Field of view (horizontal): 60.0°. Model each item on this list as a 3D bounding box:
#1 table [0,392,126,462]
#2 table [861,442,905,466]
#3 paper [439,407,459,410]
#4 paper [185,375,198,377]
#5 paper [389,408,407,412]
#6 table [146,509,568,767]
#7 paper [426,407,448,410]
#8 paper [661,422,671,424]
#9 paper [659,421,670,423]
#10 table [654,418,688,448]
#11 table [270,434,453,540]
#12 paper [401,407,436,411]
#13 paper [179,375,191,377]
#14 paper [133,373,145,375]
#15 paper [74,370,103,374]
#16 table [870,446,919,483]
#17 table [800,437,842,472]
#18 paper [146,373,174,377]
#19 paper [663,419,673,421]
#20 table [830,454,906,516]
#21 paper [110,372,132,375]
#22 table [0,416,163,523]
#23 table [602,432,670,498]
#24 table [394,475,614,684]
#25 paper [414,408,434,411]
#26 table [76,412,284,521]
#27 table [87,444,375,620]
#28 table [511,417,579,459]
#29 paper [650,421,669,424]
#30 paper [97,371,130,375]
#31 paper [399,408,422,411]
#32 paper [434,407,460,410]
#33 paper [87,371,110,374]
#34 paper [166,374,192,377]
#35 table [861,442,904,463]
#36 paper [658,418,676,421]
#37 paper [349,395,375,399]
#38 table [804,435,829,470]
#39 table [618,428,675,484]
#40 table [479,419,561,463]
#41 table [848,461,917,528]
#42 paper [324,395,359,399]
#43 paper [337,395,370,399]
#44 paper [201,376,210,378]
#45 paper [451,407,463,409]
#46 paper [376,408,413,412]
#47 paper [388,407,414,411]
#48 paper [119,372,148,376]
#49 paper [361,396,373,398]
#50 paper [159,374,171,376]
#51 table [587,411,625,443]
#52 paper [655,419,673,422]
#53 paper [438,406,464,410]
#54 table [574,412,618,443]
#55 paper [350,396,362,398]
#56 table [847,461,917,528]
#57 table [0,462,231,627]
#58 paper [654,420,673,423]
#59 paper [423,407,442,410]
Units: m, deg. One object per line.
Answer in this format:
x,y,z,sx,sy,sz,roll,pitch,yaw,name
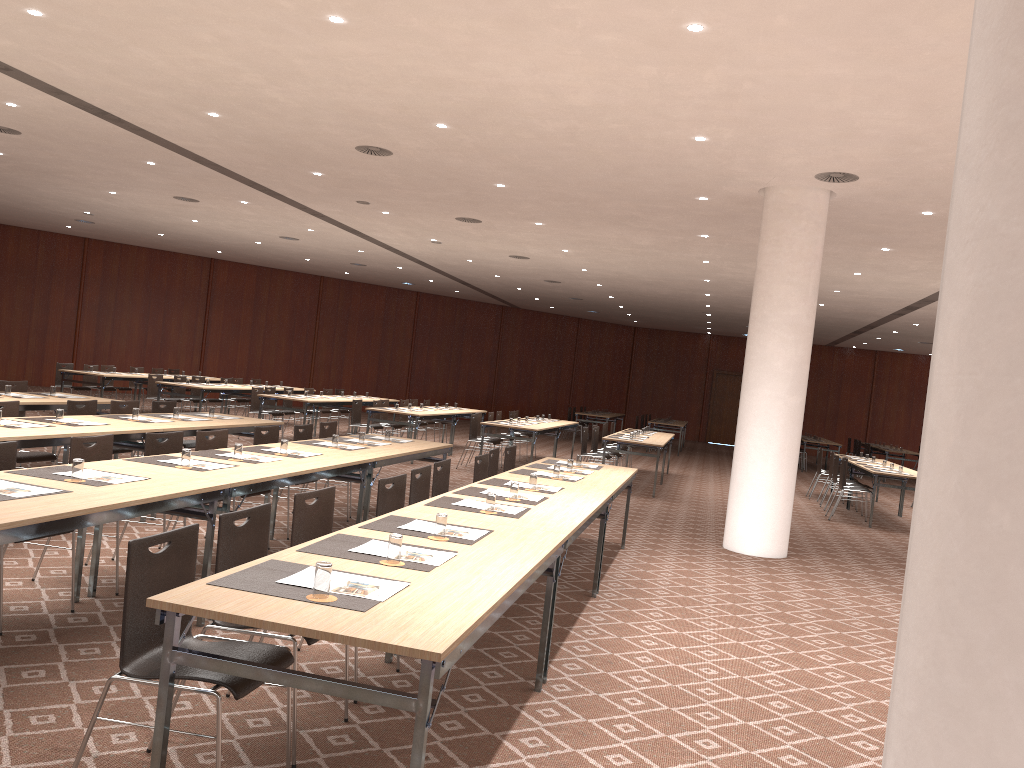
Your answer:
-5.272,0.550,9.480,0.953,0.833,2.267,7,1,13,table
10.690,2.209,25.837,0.953,0.833,2.267,7,1,13,table
-1.298,0.499,18.128,0.398,0.006,0.283,7,1,15,paper
-7.046,-0.163,20.027,0.565,0.003,0.460,7,1,13,paper
-1.971,0.448,15.281,0.398,0.006,0.283,7,1,12,paper
-0.458,1.144,3.734,0.953,0.833,2.267,7,1,13,table
-1.463,0.485,17.505,0.398,0.006,0.283,7,1,12,paper
4.166,1.061,24.372,0.398,0.006,0.283,7,1,15,paper
4.332,1.074,24.990,0.398,0.006,0.283,7,1,12,paper
4.835,1.536,27.165,0.953,0.833,2.267,7,1,13,table
-1.396,0.995,8.601,0.953,0.833,2.267,7,1,13,table
-1.729,0.468,16.534,0.565,0.003,0.460,7,1,14,paper
-7.122,-0.171,19.455,0.398,0.006,0.283,7,1,10,paper
-7.489,-0.198,17.872,0.398,0.006,0.283,7,1,16,paper
-7.829,-0.221,16.589,0.565,0.003,0.460,7,1,11,paper
10.190,2.172,23.623,0.953,0.833,2.267,7,1,13,table
8.252,1.949,24.062,0.953,0.833,2.267,7,1,13,table
-7.357,-0.187,18.762,0.565,0.003,0.460,7,1,15,paper
4.818,1.109,27.240,0.398,0.006,0.283,7,1,13,paper
6.502,1.819,16.314,0.953,0.833,2.267,7,1,13,table
-7.636,-0.209,17.229,0.398,0.006,0.283,7,1,11,paper
-3.834,0.736,6.826,0.953,0.833,2.267,7,1,13,table
2.084,1.332,14.987,0.953,0.833,2.267,7,1,13,table
0.042,1.181,5.948,0.953,0.833,2.267,7,1,13,table
-1.665,0.471,16.533,0.398,0.006,0.283,7,1,12,paper
-3.334,0.773,9.041,0.953,0.833,2.267,7,1,13,table
-1.896,0.958,6.387,0.953,0.833,2.267,7,1,13,table
0.646,1.147,17.641,0.953,0.833,2.267,7,1,13,table
4.076,1.055,24.320,0.565,0.003,0.460,7,1,13,paper
-7.723,-0.215,17.196,0.565,0.003,0.460,7,1,16,paper
-1.824,0.458,15.928,0.398,0.006,0.283,7,1,11,paper
-1.364,0.495,18.093,0.565,0.003,0.460,7,1,16,paper
-7.759,-0.217,16.593,0.398,0.006,0.283,7,1,13,paper
-7.192,-0.174,19.408,0.565,0.003,0.460,7,1,13,paper
10.690,2.209,25.837,0.953,0.833,2.267,7,1,13,table
4.862,1.113,27.820,0.565,0.003,0.460,7,1,10,paper
-3.187,0.280,19.206,0.565,0.003,0.460,7,1,11,paper
8.752,1.986,26.277,0.953,0.833,2.267,7,1,13,table
2.584,1.369,17.202,0.953,0.833,2.267,7,1,13,table
0.146,1.110,15.427,0.953,0.833,2.267,7,1,13,table
6.002,1.782,14.099,0.953,0.833,2.267,7,1,13,table
-3.449,0.262,17.901,0.565,0.003,0.460,7,1,12,paper
-3.328,0.270,18.549,0.565,0.003,0.460,7,1,13,paper
-6.981,-0.160,20.078,0.398,0.006,0.283,7,1,14,paper
-1.144,0.510,18.767,0.398,0.006,0.283,7,1,12,paper
-2.042,0.444,15.255,0.565,0.003,0.460,7,1,12,paper
-1.899,0.454,15.892,0.565,0.003,0.460,7,1,13,paper
-7.549,-0.201,17.846,0.565,0.003,0.460,7,1,13,paper
-3.110,0.285,19.204,0.398,0.006,0.283,7,1,12,paper
-7.253,-0.180,18.797,0.398,0.006,0.283,7,1,13,paper
2.897,1.314,27.604,0.953,0.833,2.267,7,1,13,table
4.582,1.093,26.562,0.565,0.003,0.460,7,1,12,paper
-1.249,0.503,18.736,0.565,0.003,0.460,7,1,13,paper
2.396,1.277,25.390,0.953,0.833,2.267,7,1,13,table
-3.221,0.278,18.572,0.398,0.006,0.283,7,1,13,paper
6.002,1.782,14.099,0.953,0.833,2.267,7,1,13,table
-2.396,0.921,4.173,0.953,0.833,2.267,7,1,13,table
4.387,1.079,25.616,0.565,0.003,0.460,7,1,14,paper
-1.550,0.480,17.455,0.565,0.003,0.460,7,1,11,paper
